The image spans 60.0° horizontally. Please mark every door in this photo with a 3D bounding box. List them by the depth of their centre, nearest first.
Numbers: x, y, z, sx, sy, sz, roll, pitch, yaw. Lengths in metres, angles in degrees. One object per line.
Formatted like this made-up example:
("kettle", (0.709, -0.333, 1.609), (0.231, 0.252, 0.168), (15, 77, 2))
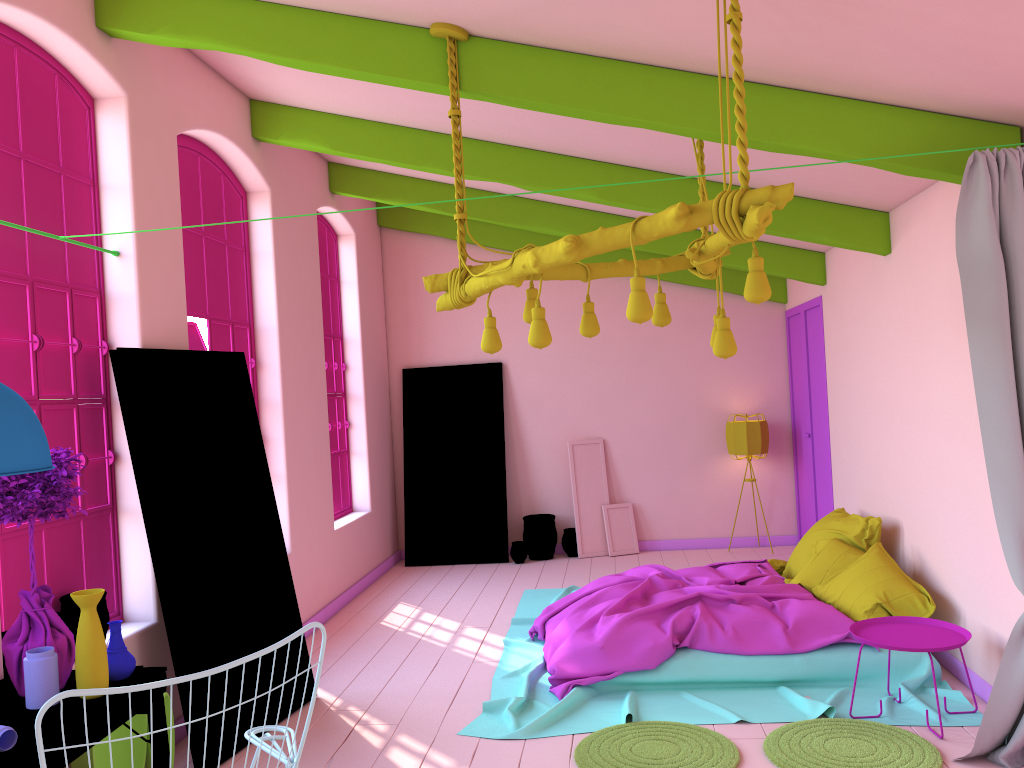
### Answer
("door", (-1.659, 0.892, 5.091), (0.450, 2.211, 1.153), (-3, 0, 16))
("door", (2.994, 0.488, 8.904), (0.108, 2.590, 1.677), (-3, 0, 6))
("door", (-0.645, 0.888, 9.927), (1.153, 2.211, 0.450), (-3, 0, 6))

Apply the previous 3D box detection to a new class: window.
("window", (-2.292, -0.202, 4.268), (0.072, 3.047, 1.275), (-3, 0, 6))
("window", (-2.095, -0.182, 6.166), (0.214, 3.009, 1.513), (-3, 0, 6))
("window", (-1.812, -0.181, 8.611), (0.072, 3.047, 1.275), (-3, 0, 6))

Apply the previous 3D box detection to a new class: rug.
("rug", (1.644, 1.784, 4.315), (0.793, 0.021, 0.792), (-4, -1, 34))
("rug", (0.716, 1.838, 4.418), (0.792, 0.021, 0.792), (-3, -1, -11))

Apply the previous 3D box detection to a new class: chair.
("chair", (-1.063, 1.315, 2.513), (0.925, 1.238, 1.078), (-3, 0, 41))

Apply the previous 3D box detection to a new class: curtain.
("curtain", (2.279, 0.361, 4.019), (0.518, 2.785, 0.525), (-3, 0, -13))

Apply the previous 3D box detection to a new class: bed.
("bed", (1.257, 1.589, 6.379), (2.802, 0.514, 3.576), (-3, -1, 6))

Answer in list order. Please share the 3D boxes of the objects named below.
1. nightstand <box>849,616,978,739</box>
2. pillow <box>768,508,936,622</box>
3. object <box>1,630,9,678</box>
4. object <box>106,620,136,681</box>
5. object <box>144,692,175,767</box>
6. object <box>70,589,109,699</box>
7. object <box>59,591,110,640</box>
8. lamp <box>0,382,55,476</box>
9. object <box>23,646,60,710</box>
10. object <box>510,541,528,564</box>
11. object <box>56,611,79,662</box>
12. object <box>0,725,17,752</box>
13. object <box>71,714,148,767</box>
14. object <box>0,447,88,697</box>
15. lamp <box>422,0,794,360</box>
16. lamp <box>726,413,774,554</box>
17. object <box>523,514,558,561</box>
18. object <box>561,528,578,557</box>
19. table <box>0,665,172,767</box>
("nightstand", (2.130, 1.543, 4.730), (0.596, 0.458, 0.596), (-4, -1, 44))
("pillow", (2.357, 1.365, 6.515), (0.848, 0.822, 2.617), (-3, -1, -4))
("object", (-2.144, 1.187, 3.839), (0.182, 0.222, 0.182), (-3, 0, -16))
("object", (-1.547, 1.041, 3.470), (0.132, 0.219, 0.132), (-3, 0, 23))
("object", (-1.763, 1.759, 4.363), (0.137, 0.462, 0.284), (-3, 0, -9))
("object", (-1.554, 0.958, 3.271), (0.116, 0.383, 0.116), (-3, 0, -20))
("object", (-2.092, 1.165, 4.343), (0.223, 0.272, 0.223), (-3, 0, -6))
("lamp", (-1.672, -0.733, 2.560), (0.529, 2.002, 0.528), (-3, 0, 38))
("object", (-1.707, 1.064, 3.218), (0.109, 0.197, 0.109), (-3, 0, 44))
("object", (0.075, 1.829, 9.618), (0.199, 0.234, 0.199), (-3, 0, -26))
("object", (-2.111, 1.188, 4.135), (0.182, 0.222, 0.182), (-3, 0, -11))
("object", (-1.654, 1.129, 2.833), (0.137, 0.076, 0.076), (-3, 0, 26))
("object", (-1.880, 1.628, 4.045), (0.218, 0.733, 0.451), (-3, 0, 6))
("object", (-1.830, 0.696, 3.354), (0.441, 0.950, 0.503), (-3, 0, -34))
("lamp", (0.466, -1.213, 3.802), (1.610, 2.264, 1.776), (-3, 0, -12))
("lamp", (2.573, 1.049, 9.498), (0.491, 1.466, 0.476), (-3, 0, 36))
("object", (0.312, 1.694, 9.812), (0.386, 0.471, 0.386), (-3, 0, -41))
("object", (0.676, 1.761, 9.847), (0.260, 0.306, 0.260), (-3, 0, 39))
("table", (-1.815, 1.563, 2.561), (0.655, 0.821, 2.192), (-3, -1, 6))
